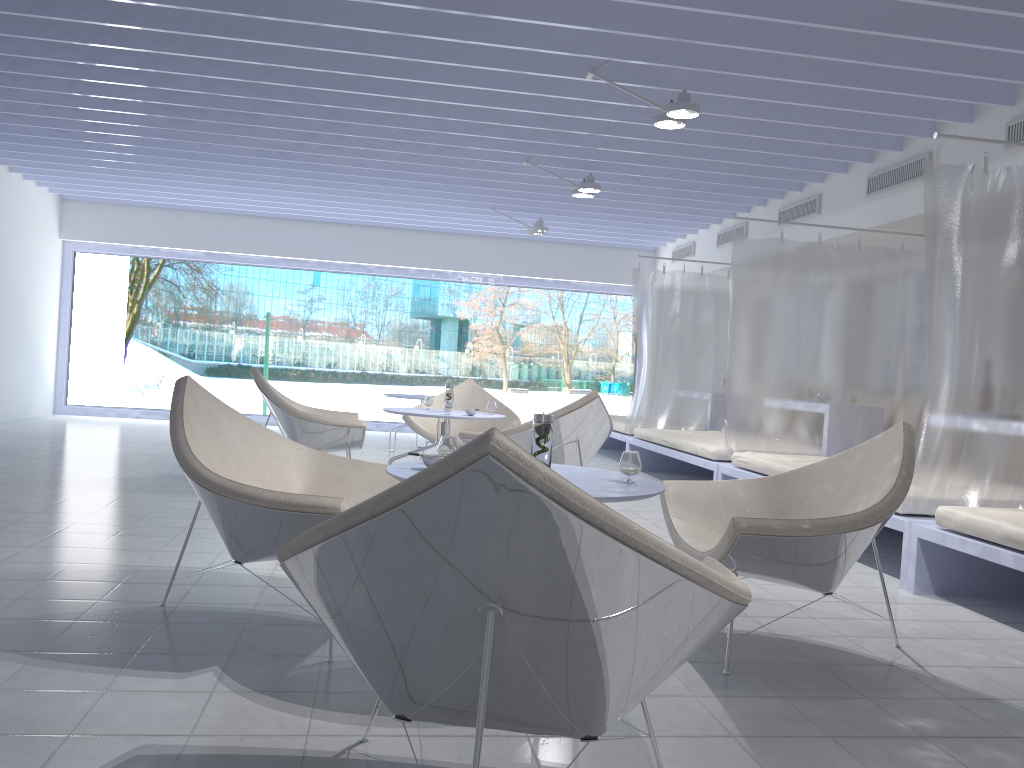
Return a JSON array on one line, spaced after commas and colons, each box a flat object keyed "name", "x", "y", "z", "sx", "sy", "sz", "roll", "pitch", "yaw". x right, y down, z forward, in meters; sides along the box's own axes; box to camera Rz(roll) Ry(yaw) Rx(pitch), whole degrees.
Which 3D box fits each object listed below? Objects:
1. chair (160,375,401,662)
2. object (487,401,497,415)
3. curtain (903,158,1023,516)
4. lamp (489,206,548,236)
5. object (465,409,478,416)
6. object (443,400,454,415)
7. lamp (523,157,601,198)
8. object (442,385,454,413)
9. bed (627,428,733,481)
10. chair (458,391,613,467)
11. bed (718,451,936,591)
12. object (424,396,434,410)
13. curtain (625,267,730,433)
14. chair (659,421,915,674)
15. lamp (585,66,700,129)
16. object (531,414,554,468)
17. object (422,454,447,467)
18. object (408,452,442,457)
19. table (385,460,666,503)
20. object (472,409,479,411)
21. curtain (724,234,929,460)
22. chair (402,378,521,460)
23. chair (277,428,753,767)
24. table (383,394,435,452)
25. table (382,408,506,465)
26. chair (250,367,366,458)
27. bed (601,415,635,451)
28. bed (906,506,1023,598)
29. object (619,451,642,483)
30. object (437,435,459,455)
[{"name": "chair", "x": -0.760, "y": 0.371, "z": 2.849, "sx": 0.753, "sy": 0.759, "sz": 0.906, "roll": 4, "pitch": 1, "yaw": 9}, {"name": "object", "x": -0.139, "y": 0.162, "z": 6.046, "sx": 0.068, "sy": 0.091, "sz": 0.068, "roll": 3, "pitch": 1, "yaw": -16}, {"name": "curtain", "x": 2.712, "y": -0.149, "z": 3.962, "sx": 2.050, "sy": 1.552, "sz": 0.151, "roll": 4, "pitch": 1, "yaw": -9}, {"name": "lamp", "x": 0.059, "y": -1.638, "z": 8.864, "sx": 0.587, "sy": 0.218, "sz": 0.380, "roll": 4, "pitch": 1, "yaw": -9}, {"name": "object", "x": -0.263, "y": 0.184, "z": 5.715, "sx": 0.082, "sy": 0.043, "sz": 0.082, "roll": 3, "pitch": 1, "yaw": -40}, {"name": "object", "x": -0.403, "y": 0.151, "z": 5.651, "sx": 0.068, "sy": 0.091, "sz": 0.068, "roll": 4, "pitch": 1, "yaw": 20}, {"name": "lamp", "x": 0.371, "y": -1.586, "z": 6.778, "sx": 0.587, "sy": 0.218, "sz": 0.380, "roll": 4, "pitch": 1, "yaw": -9}, {"name": "object", "x": -0.426, "y": 0.096, "z": 5.975, "sx": 0.075, "sy": 0.189, "sz": 0.075, "roll": 3, "pitch": 1, "yaw": -17}, {"name": "bed", "x": 2.214, "y": 0.663, "z": 7.254, "sx": 2.016, "sy": 0.427, "sz": 2.200, "roll": 4, "pitch": 1, "yaw": -9}, {"name": "chair", "x": 0.238, "y": 0.399, "z": 5.283, "sx": 0.906, "sy": 0.759, "sz": 0.753, "roll": 3, "pitch": 1, "yaw": -38}, {"name": "bed", "x": 2.556, "y": 0.721, "z": 5.075, "sx": 2.022, "sy": 0.422, "sz": 2.200, "roll": 4, "pitch": 1, "yaw": -9}, {"name": "object", "x": -0.581, "y": 0.132, "z": 6.193, "sx": 0.068, "sy": 0.091, "sz": 0.068, "roll": 4, "pitch": 1, "yaw": 14}, {"name": "curtain", "x": 2.058, "y": -0.258, "z": 8.330, "sx": 2.050, "sy": 1.552, "sz": 0.151, "roll": 4, "pitch": 1, "yaw": -9}, {"name": "chair", "x": 0.955, "y": 0.480, "z": 2.941, "sx": 0.753, "sy": 0.759, "sz": 0.906, "roll": 4, "pitch": 1, "yaw": -5}, {"name": "lamp", "x": 0.680, "y": -1.535, "z": 4.712, "sx": 0.587, "sy": 0.218, "sz": 0.380, "roll": 4, "pitch": 1, "yaw": -9}, {"name": "object", "x": 0.088, "y": 0.183, "z": 2.618, "sx": 0.075, "sy": 0.185, "sz": 0.075, "roll": 5, "pitch": 1, "yaw": 44}, {"name": "object", "x": -0.226, "y": 0.233, "z": 2.622, "sx": 0.082, "sy": 0.043, "sz": 0.082, "roll": 4, "pitch": 1, "yaw": -7}, {"name": "object", "x": -0.257, "y": 0.211, "z": 2.622, "sx": 0.098, "sy": 0.016, "sz": 0.012, "roll": 4, "pitch": 1, "yaw": -9}, {"name": "table", "x": 0.023, "y": 0.538, "z": 2.640, "sx": 0.825, "sy": 0.534, "sz": 0.823, "roll": 3, "pitch": 1, "yaw": -32}, {"name": "object", "x": -0.244, "y": 0.165, "z": 5.688, "sx": 0.012, "sy": 0.016, "sz": 0.098, "roll": 3, "pitch": 1, "yaw": -42}, {"name": "curtain", "x": 2.425, "y": -0.180, "z": 6.143, "sx": 1.998, "sy": 1.559, "sz": 0.125, "roll": 4, "pitch": 1, "yaw": -10}, {"name": "chair", "x": -0.381, "y": 0.333, "z": 6.961, "sx": 0.906, "sy": 0.759, "sz": 0.753, "roll": 4, "pitch": 1, "yaw": 2}, {"name": "chair", "x": -0.015, "y": 0.438, "z": 1.600, "sx": 0.906, "sy": 0.759, "sz": 0.753, "roll": 4, "pitch": 1, "yaw": 6}, {"name": "table", "x": -0.856, "y": 0.390, "z": 8.649, "sx": 0.825, "sy": 0.534, "sz": 0.823, "roll": 4, "pitch": 1, "yaw": 38}, {"name": "table", "x": -0.471, "y": 0.456, "z": 5.953, "sx": 0.825, "sy": 0.534, "sz": 0.823, "roll": 3, "pitch": 1, "yaw": -17}, {"name": "chair", "x": -1.372, "y": 0.286, "z": 5.860, "sx": 0.753, "sy": 0.759, "sz": 0.906, "roll": 3, "pitch": 1, "yaw": -13}, {"name": "bed", "x": 1.903, "y": 0.612, "z": 9.441, "sx": 2.022, "sy": 0.422, "sz": 2.200, "roll": 4, "pitch": 1, "yaw": -9}, {"name": "bed", "x": 2.867, "y": 0.772, "z": 2.888, "sx": 2.016, "sy": 0.427, "sz": 2.200, "roll": 4, "pitch": 1, "yaw": -9}, {"name": "object", "x": 0.350, "y": 0.246, "z": 2.627, "sx": 0.068, "sy": 0.091, "sz": 0.068, "roll": 3, "pitch": 1, "yaw": -19}, {"name": "object", "x": -0.200, "y": 0.208, "z": 2.776, "sx": 0.068, "sy": 0.091, "sz": 0.068, "roll": 3, "pitch": 1, "yaw": -19}]
